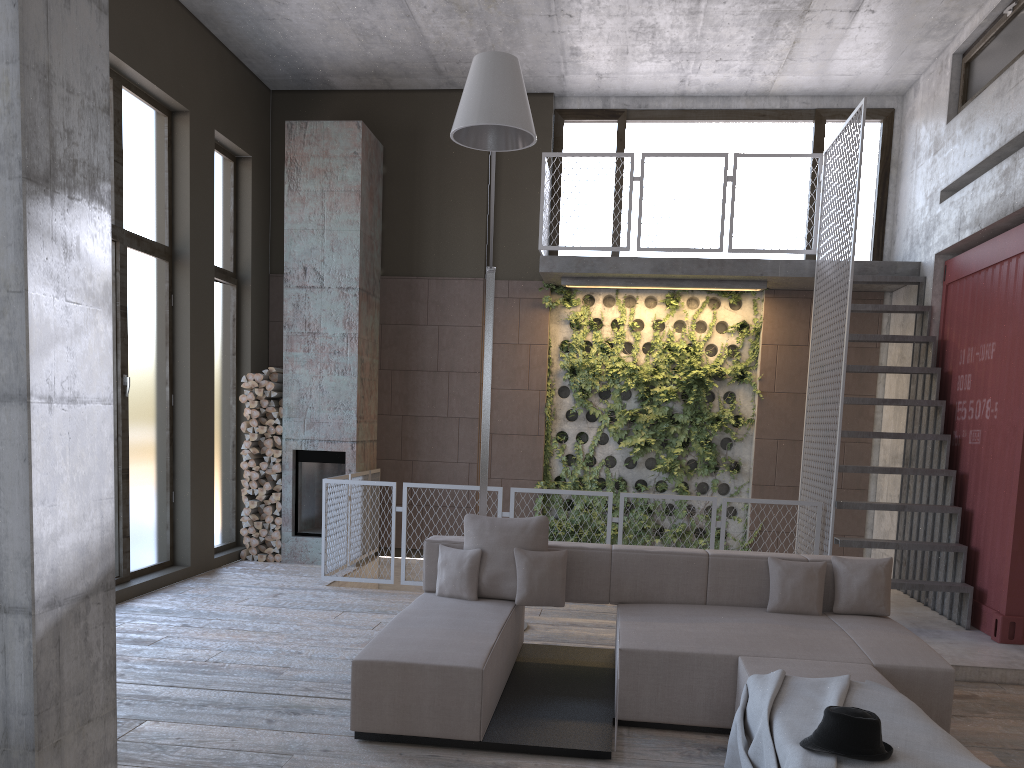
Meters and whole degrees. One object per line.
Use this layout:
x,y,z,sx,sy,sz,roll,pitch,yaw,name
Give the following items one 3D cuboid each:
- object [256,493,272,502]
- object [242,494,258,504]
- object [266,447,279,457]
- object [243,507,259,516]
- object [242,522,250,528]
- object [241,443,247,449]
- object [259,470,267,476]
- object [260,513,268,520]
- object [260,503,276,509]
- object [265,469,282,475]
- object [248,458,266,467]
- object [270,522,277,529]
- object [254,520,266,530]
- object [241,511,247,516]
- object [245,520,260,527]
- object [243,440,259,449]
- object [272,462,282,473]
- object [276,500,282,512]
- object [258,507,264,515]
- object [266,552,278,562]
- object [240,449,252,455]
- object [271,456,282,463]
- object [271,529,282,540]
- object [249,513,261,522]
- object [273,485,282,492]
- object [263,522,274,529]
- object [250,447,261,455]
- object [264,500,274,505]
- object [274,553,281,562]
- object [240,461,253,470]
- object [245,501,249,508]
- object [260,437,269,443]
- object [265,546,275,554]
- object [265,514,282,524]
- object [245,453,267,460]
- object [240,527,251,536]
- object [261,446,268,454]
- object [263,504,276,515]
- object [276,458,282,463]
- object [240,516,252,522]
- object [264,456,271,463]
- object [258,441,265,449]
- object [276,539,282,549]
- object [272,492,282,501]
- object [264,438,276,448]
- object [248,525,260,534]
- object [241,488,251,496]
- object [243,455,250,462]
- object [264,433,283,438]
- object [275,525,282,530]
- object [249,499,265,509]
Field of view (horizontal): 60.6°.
-2.645,1.219,9.527,0.114,0.080,0.433,2,-2,6,object
-2.848,1.262,9.608,0.070,0.119,0.362,3,-2,7,object
-2.534,0.732,9.491,0.092,0.094,0.435,2,-2,8,object
-2.786,1.369,9.561,0.090,0.090,0.453,2,-2,9,object
-2.825,1.530,9.596,0.066,0.085,0.423,3,-2,9,object
-2.816,0.667,9.522,0.067,0.071,0.421,2,-2,8,object
-2.642,0.948,9.508,0.064,0.075,0.357,2,-2,5,object
-2.634,1.436,9.601,0.101,0.087,0.361,2,-2,8,object
-2.646,1.313,9.545,0.064,0.075,0.357,3,-2,8,object
-2.541,0.937,9.491,0.122,0.068,0.362,2,-2,8,object
-2.732,0.851,9.537,0.090,0.090,0.453,2,-2,8,object
-2.520,1.532,9.565,0.067,0.067,0.420,2,-2,8,object
-2.676,1.519,9.580,0.093,0.084,0.477,2,-2,8,object
-2.843,1.387,9.599,0.067,0.071,0.421,2,-2,8,object
-2.774,1.495,9.503,0.071,0.073,0.420,2,-2,8,object
-2.759,0.648,9.484,0.090,0.090,0.453,2,-2,9,object
-2.468,0.889,9.386,0.101,0.103,0.291,2,-1,6,object
-2.453,1.314,9.498,0.064,0.126,0.362,3,-1,8,object
-2.686,1.377,9.635,0.104,0.103,0.290,2,-1,8,object
-2.566,1.879,9.623,0.090,0.090,0.453,2,-2,6,object
-2.812,0.734,9.501,0.122,0.068,0.362,2,-2,6,object
-2.494,0.812,9.488,0.067,0.067,0.420,2,-2,8,object
-2.494,1.610,9.463,0.101,0.103,0.291,2,-1,6,object
-2.736,1.445,9.603,0.114,0.080,0.433,2,-2,8,object
-2.466,1.123,9.539,0.114,0.080,0.433,2,-2,6,object
-2.601,1.532,9.574,0.067,0.068,0.420,2,-2,8,object
-2.710,0.724,9.526,0.114,0.080,0.433,2,-2,8,object
-2.587,1.274,9.509,0.089,0.057,0.331,2,-2,8,object
-2.480,1.874,9.608,0.091,0.093,0.435,2,-2,6,object
-2.820,0.877,9.546,0.091,0.093,0.435,2,-2,8,object
-2.792,1.297,9.530,0.067,0.068,0.420,2,-2,6,object
-2.619,0.592,9.468,0.064,0.075,0.357,3,-2,8,object
-2.580,1.806,9.622,0.114,0.080,0.433,2,-2,6,object
-2.560,1.453,9.568,0.092,0.094,0.435,2,-2,8,object
-2.747,0.774,9.426,0.071,0.073,0.420,2,-2,8,object
-2.847,1.598,9.623,0.091,0.093,0.435,2,-2,8,object
-2.607,0.715,9.524,0.101,0.087,0.361,2,-2,8,object
-2.588,1.349,9.486,0.098,0.108,0.292,2,-1,6,object
-2.457,0.814,9.377,0.063,0.048,0.249,2,-2,6,object
-2.839,1.455,9.578,0.122,0.068,0.362,2,-2,6,object
-2.574,0.811,9.497,0.067,0.068,0.420,2,-2,8,object
-2.659,0.657,9.558,0.104,0.103,0.290,2,-1,8,object
-2.467,1.719,9.542,0.064,0.126,0.362,3,-1,8,object
-2.464,1.203,9.523,0.093,0.084,0.477,2,-2,8,object
-2.561,0.628,9.409,0.098,0.108,0.292,2,-1,6,object
-2.759,1.571,9.614,0.090,0.090,0.453,2,-2,8,object
-2.833,1.160,9.585,0.079,0.108,0.434,2,-2,7,object
-2.799,0.809,9.519,0.066,0.085,0.423,3,-2,9,object
-2.560,0.553,9.432,0.089,0.057,0.331,2,-2,8,object
-2.484,1.535,9.454,0.063,0.048,0.249,2,-2,6,object
-2.716,1.289,9.519,0.093,0.084,0.477,2,-2,6,object
